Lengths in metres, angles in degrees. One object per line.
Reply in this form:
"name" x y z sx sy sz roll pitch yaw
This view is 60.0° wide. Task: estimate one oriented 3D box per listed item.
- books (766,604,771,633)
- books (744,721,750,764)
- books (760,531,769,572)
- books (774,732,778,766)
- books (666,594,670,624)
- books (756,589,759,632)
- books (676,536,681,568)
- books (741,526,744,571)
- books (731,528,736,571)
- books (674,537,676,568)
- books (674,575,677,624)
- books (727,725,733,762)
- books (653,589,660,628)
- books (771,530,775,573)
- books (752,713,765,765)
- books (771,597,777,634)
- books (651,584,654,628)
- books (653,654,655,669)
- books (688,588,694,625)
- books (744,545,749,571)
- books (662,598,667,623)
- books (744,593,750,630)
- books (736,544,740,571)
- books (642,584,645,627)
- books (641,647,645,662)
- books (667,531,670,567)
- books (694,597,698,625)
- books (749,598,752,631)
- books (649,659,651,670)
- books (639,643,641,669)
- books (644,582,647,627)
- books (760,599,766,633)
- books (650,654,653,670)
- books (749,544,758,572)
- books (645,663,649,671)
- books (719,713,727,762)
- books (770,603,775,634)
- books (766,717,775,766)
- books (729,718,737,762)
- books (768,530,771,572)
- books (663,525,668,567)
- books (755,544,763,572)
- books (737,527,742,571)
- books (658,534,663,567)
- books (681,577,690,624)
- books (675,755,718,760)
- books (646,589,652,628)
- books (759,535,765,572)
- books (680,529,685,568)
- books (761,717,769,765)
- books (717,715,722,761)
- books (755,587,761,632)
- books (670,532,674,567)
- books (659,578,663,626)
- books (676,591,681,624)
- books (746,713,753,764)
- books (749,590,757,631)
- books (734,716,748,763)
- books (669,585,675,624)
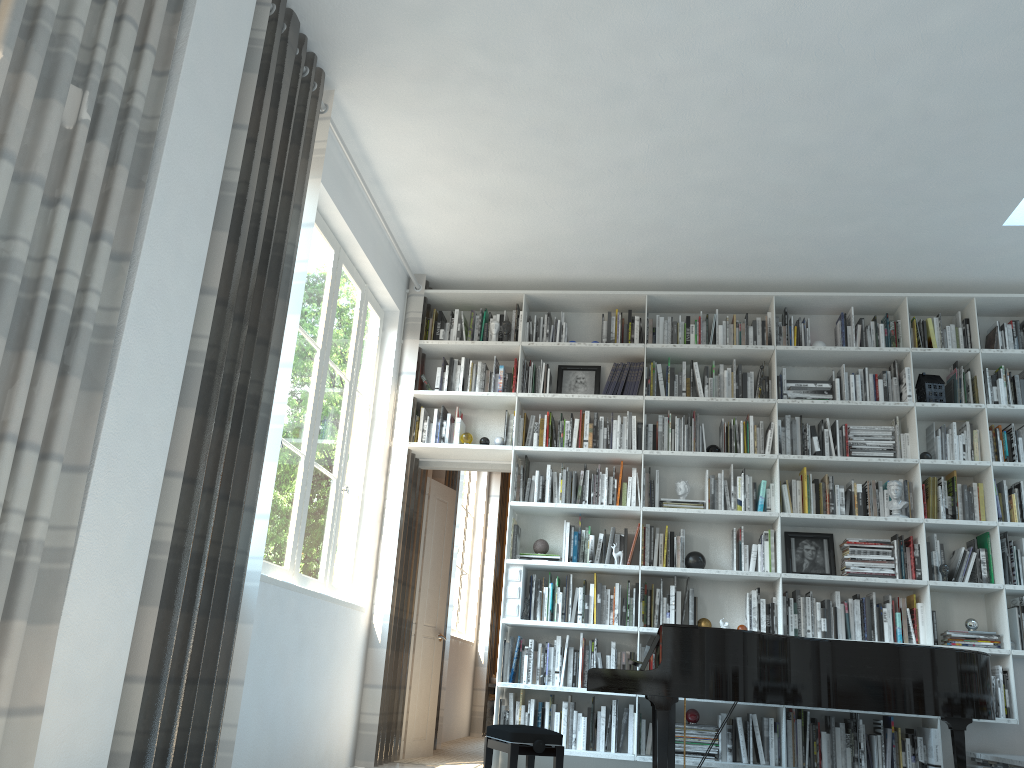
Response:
"books" 1.570 1.464 5.475 0.031 0.194 0.142 1 -19 8
"books" 1.393 2.119 5.252 0.011 0.231 0.175 1 -19 8
"books" 1.591 1.077 5.582 0.027 0.268 0.179 1 -19 8
"books" 1.543 2.148 5.226 0.024 0.179 0.172 1 -19 8
"books" 0.974 1.434 5.544 0.021 0.214 0.172 1 -19 8
"books" 1.509 1.421 5.489 0.010 0.276 0.156 1 -18 8
"books" 1.056 1.089 5.648 0.028 0.215 0.175 1 -19 8
"books" 1.452 1.063 5.614 0.012 0.297 0.166 1 -18 8
"books" 1.403 1.066 5.616 0.012 0.284 0.160 1 -18 8
"books" 1.037 1.093 5.653 0.011 0.207 0.181 1 -19 8
"books" 1.024 1.384 5.578 0.013 0.337 0.138 1 -18 8
"books" 1.284 2.131 5.265 0.029 0.201 0.178 1 -19 8
"books" 0.906 1.417 5.560 0.042 0.247 0.163 1 -19 8
"books" 1.625 1.070 5.573 0.021 0.280 0.162 1 -18 8
"books" 1.450 2.101 5.256 0.073 0.275 0.181 1 -19 8
"books" 1.621 1.447 5.487 0.019 0.241 0.108 1 -18 8
"books" 0.879 1.402 5.560 0.012 0.271 0.182 1 -19 8
"books" 0.867 1.779 5.446 0.010 0.227 0.168 1 -19 8
"books" 1.115 1.414 5.527 0.027 0.260 0.164 1 -19 8
"books" 1.470 1.120 5.600 0.030 0.182 0.155 1 -19 8
"books" 0.951 1.444 5.548 0.024 0.195 0.157 1 -19 8
"books" 1.456 1.430 5.490 0.012 0.253 0.161 1 -19 8
"books" 1.418 1.112 5.594 0.025 0.185 0.154 1 -19 8
"books" 0.827 1.406 5.588 0.013 0.274 0.147 1 -18 8
"books" 0.806 1.764 5.473 0.023 0.265 0.135 1 -18 8
"books" 0.999 1.077 5.668 0.014 0.243 0.153 1 -19 8
"books" 1.140 1.443 5.530 0.023 0.211 0.160 1 -19 8
"books" 1.469 1.446 5.491 0.015 0.224 0.148 1 -19 8
"books" 0.847 1.755 5.462 0.010 0.281 0.149 1 -18 8
"books" 0.789 1.754 5.477 0.012 0.284 0.160 1 -18 8
"books" 0.839 1.400 5.578 0.013 0.282 0.147 1 -18 8
"books" 1.538 1.445 5.464 0.029 0.220 0.153 1 -19 8
"books" 0.859 1.753 5.464 0.013 0.287 0.161 1 -18 8
"books" 1.511 1.113 5.580 0.057 0.188 0.156 1 -19 8
"books" 0.827 1.788 5.456 0.026 0.212 0.140 1 -19 8
"books" 1.258 2.104 5.291 0.031 0.264 0.145 1 -18 8
"books" 1.595 1.457 5.459 0.024 0.200 0.159 1 -19 8
"books" 1.520 2.104 5.226 0.024 0.259 0.190 1 -19 8
"books" 1.315 2.119 5.277 0.028 0.237 0.136 1 -18 8
"books" 1.609 1.070 5.572 0.011 0.278 0.188 1 -19 8
"books" 0.977 1.055 5.657 0.026 0.273 0.190 1 -19 8
"books" 1.551 1.116 5.579 0.024 0.187 0.173 1 -19 8
"books" 1.441 1.066 5.618 0.011 0.290 0.156 1 -18 8
"books" 0.952 1.083 5.673 0.025 0.227 0.153 1 -19 8
"books" 1.080 1.382 5.545 0.050 0.327 0.167 1 -18 8
"books" 1.074 2.217 5.281 0.285 0.007 0.160 1 -19 8
"books" 0.858 1.420 5.565 0.030 0.238 0.157 1 -19 8
"books" 1.569 1.086 5.575 0.012 0.243 0.171 1 -19 8
"books" 1.087 1.071 5.666 0.028 0.265 0.145 1 -18 8
"books" 1.499 2.114 5.259 0.025 0.258 0.133 1 -18 8
"books" 1.234 2.104 5.278 0.012 0.253 0.161 1 -19 8
"books" 1.521 1.414 5.486 0.014 0.289 0.132 1 -18 8
"books" 1.022 1.081 5.681 0.028 0.247 0.143 1 -19 8
"books" 0.935 1.386 5.565 0.014 0.312 0.166 1 -18 8
"books" 1.040 1.428 5.552 0.029 0.240 0.136 1 -18 8
"books" 1.405 2.096 5.250 0.012 0.273 0.181 1 -19 8
"books" 1.489 1.420 5.478 0.027 0.268 0.159 1 -19 8
"books" 1.358 2.109 5.263 0.062 0.252 0.178 1 -19 8
"books" 0.999 1.408 5.546 0.027 0.268 0.186 1 -19 8
